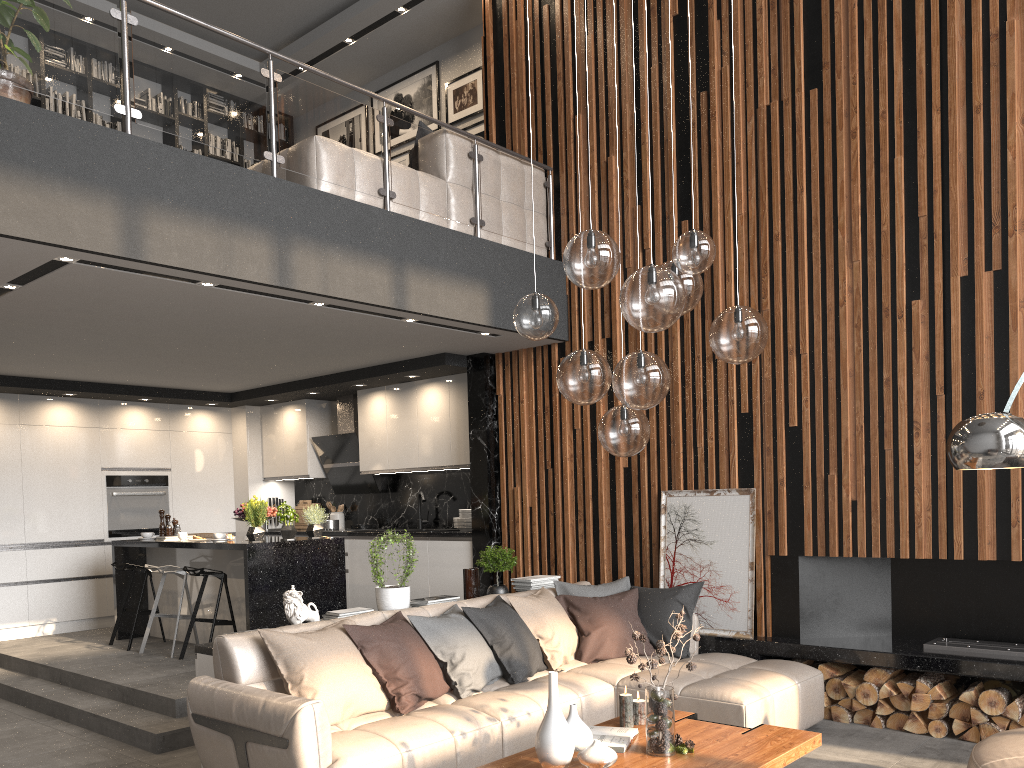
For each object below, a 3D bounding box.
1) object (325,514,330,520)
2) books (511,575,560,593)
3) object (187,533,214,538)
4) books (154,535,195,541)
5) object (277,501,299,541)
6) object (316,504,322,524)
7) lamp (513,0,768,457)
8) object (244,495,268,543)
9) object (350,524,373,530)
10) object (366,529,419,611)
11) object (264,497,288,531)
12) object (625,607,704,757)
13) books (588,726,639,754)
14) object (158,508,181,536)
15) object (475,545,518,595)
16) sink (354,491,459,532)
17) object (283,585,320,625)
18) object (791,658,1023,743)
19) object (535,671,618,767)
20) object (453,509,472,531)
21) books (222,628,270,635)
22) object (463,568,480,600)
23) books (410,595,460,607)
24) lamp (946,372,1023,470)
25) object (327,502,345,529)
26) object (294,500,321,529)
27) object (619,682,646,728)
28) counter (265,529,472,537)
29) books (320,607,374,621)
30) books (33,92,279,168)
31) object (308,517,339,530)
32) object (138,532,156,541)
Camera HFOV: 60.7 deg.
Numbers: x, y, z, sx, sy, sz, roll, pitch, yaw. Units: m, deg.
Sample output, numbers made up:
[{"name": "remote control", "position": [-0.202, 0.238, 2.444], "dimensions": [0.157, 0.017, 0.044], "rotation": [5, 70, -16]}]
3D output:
[{"name": "object", "position": [-2.090, 1.522, 9.657], "dimensions": [0.273, 0.163, 0.180], "rotation": [-6, -5, 41]}, {"name": "books", "position": [0.176, 1.489, 6.402], "dimensions": [0.200, 0.150, 0.333], "rotation": [-5, -7, 42]}, {"name": "object", "position": [-2.957, 1.434, 8.299], "dimensions": [0.402, 0.030, 0.291], "rotation": [-8, -10, 41]}, {"name": "books", "position": [-2.932, 1.344, 7.645], "dimensions": [0.173, 0.038, 0.323], "rotation": [-8, -9, 40]}, {"name": "object", "position": [-1.777, 1.082, 6.934], "dimensions": [0.178, 0.313, 0.173], "rotation": [-1, -1, -38]}, {"name": "object", "position": [-2.146, 1.471, 9.715], "dimensions": [0.082, 0.283, 0.089], "rotation": [-1, 1, 42]}, {"name": "lamp", "position": [0.464, -2.217, 3.521], "dimensions": [1.232, 5.003, 1.226], "rotation": [-1, 2, 38]}, {"name": "object", "position": [-1.966, 1.035, 6.752], "dimensions": [0.196, 0.369, 0.186], "rotation": [-2, 0, -4]}, {"name": "object", "position": [-1.584, 1.472, 9.031], "dimensions": [0.233, 0.060, 0.353], "rotation": [-4, -8, 20]}, {"name": "object", "position": [-0.742, 1.178, 5.421], "dimensions": [0.216, 0.576, 0.385], "rotation": [-1, -1, 22]}, {"name": "object", "position": [-2.677, 1.472, 9.916], "dimensions": [0.067, 0.373, 0.322], "rotation": [0, -1, 42]}, {"name": "object", "position": [0.664, 1.251, 3.751], "dimensions": [0.317, 0.602, 0.544], "rotation": [-2, -2, 12]}, {"name": "books", "position": [0.412, 1.547, 3.831], "dimensions": [0.232, 0.039, 0.344], "rotation": [-4, -8, 19]}, {"name": "object", "position": [-3.151, 1.288, 8.099], "dimensions": [0.200, 0.284, 0.150], "rotation": [-2, 0, 24]}, {"name": "object", "position": [-0.108, 1.335, 6.147], "dimensions": [0.309, 0.408, 0.272], "rotation": [-2, -1, 1]}, {"name": "sink", "position": [-0.983, 1.307, 8.440], "dimensions": [1.117, 0.547, 0.498], "rotation": [-7, -5, 41]}, {"name": "object", "position": [-1.182, 1.268, 4.912], "dimensions": [0.207, 0.290, 0.136], "rotation": [-1, 0, -29]}, {"name": "object", "position": [3.255, 1.757, 4.471], "dimensions": [4.057, 0.390, 0.436], "rotation": [-8, -7, 42]}, {"name": "object", "position": [0.221, 1.327, 3.475], "dimensions": [0.315, 0.398, 0.321], "rotation": [-1, -2, -30]}, {"name": "object", "position": [-0.386, 1.245, 8.026], "dimensions": [0.306, 0.195, 0.301], "rotation": [-6, -7, 44]}, {"name": "books", "position": [-1.389, 1.357, 4.688], "dimensions": [0.294, 0.054, 0.184], "rotation": [5, -10, -44]}, {"name": "object", "position": [-0.275, 1.385, 5.950], "dimensions": [0.108, 0.268, 0.109], "rotation": [-2, 1, -43]}, {"name": "books", "position": [-0.519, 1.441, 5.690], "dimensions": [0.205, 0.099, 0.326], "rotation": [-7, -8, 41]}, {"name": "lamp", "position": [2.727, 0.610, 3.222], "dimensions": [2.035, 2.338, 0.318], "rotation": [-2, 1, 18]}, {"name": "object", "position": [-1.895, 1.426, 9.501], "dimensions": [0.158, 0.305, 0.175], "rotation": [-2, 0, 45]}, {"name": "object", "position": [-2.332, 1.485, 9.950], "dimensions": [0.402, 0.331, 0.097], "rotation": [-5, -1, 41]}, {"name": "object", "position": [0.564, 1.492, 4.092], "dimensions": [0.153, 0.211, 0.077], "rotation": [-1, 0, -38]}, {"name": "counter", "position": [-1.420, 1.494, 8.813], "dimensions": [3.472, 0.040, 0.611], "rotation": [-8, -10, 41]}, {"name": "books", "position": [-0.955, 1.395, 5.204], "dimensions": [0.195, 0.100, 0.349], "rotation": [-6, -8, 41]}, {"name": "books", "position": [-3.681, -1.884, 8.612], "dimensions": [0.212, 2.327, 3.442], "rotation": [0, -2, 42]}, {"name": "object", "position": [-1.970, 1.462, 9.185], "dimensions": [0.349, 0.154, 0.200], "rotation": [-5, -5, 32]}, {"name": "object", "position": [-3.230, 1.351, 7.749], "dimensions": [0.155, 0.070, 0.156], "rotation": [-3, -6, 10]}]
